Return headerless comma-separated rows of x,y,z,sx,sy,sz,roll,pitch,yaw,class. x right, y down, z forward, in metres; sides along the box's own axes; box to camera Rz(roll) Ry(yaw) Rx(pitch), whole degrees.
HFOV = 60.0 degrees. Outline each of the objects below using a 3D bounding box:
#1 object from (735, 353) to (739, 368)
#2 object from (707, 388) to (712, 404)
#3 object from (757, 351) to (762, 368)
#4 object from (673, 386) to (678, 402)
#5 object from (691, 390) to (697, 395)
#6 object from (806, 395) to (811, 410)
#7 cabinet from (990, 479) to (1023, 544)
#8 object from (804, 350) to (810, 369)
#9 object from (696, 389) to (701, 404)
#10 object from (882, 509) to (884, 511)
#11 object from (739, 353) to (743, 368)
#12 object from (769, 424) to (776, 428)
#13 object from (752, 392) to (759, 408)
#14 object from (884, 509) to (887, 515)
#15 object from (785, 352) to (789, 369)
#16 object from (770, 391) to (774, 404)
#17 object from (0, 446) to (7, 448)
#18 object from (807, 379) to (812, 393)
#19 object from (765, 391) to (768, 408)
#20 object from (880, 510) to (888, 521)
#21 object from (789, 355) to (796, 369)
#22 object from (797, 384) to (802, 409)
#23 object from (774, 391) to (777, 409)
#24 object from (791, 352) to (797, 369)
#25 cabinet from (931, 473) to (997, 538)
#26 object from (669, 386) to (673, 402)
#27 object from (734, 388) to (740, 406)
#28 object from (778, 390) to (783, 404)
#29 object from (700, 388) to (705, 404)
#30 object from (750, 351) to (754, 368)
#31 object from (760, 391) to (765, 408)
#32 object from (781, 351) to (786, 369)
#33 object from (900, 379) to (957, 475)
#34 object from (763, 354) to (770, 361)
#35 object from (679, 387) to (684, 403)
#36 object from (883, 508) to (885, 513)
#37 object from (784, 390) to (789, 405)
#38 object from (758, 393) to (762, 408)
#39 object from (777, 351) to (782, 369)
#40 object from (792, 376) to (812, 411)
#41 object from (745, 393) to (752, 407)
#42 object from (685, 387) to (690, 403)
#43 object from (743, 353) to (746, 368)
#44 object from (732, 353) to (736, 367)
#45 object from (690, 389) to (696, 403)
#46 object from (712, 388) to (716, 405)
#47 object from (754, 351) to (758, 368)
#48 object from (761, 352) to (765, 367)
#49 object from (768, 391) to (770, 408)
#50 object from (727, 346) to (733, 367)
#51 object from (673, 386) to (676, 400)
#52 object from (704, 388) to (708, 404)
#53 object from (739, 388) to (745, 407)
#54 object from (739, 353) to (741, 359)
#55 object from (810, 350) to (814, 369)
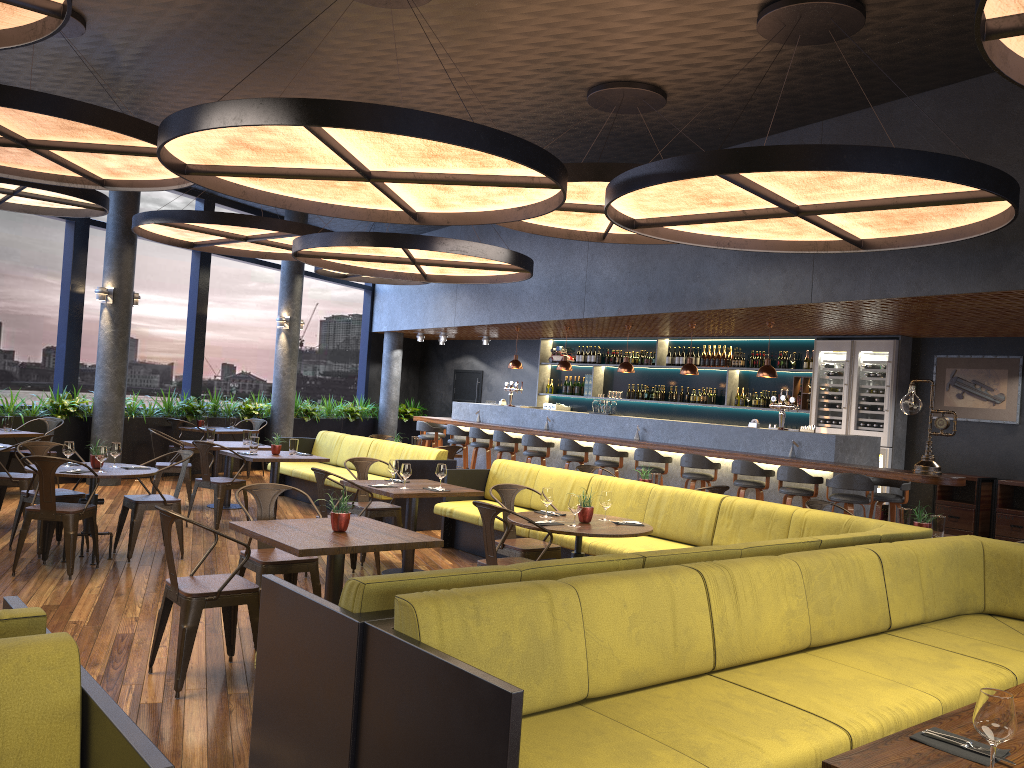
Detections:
3.403,-0.358,13.365,0.056,0.227,0.056,4,-1,27,object
3.060,0.188,13.733,0.063,0.254,0.063,4,-1,-32,object
3.646,-0.359,13.064,0.063,0.254,0.063,4,-1,23,object
2.635,0.164,14.256,0.063,0.254,0.063,4,-1,-2,object
2.908,0.206,14.147,0.097,0.206,0.097,4,-1,-8,object
4.173,0.262,12.445,0.097,0.206,0.097,4,-1,1,object
5.859,1.628,10.146,0.473,1.007,0.553,4,-1,-39,cabinet
4.175,-0.341,12.540,0.079,0.281,0.079,4,-1,-31,object
2.940,0.197,13.935,0.088,0.224,0.088,4,-1,-25,object
4.798,1.724,11.492,0.057,0.205,0.056,4,-1,-34,object
3.442,-0.356,13.317,0.056,0.227,0.056,3,-1,37,object
3.852,0.829,12.843,0.204,0.492,0.310,4,-1,-39,object
3.590,0.233,13.074,0.088,0.224,0.088,4,-1,20,object
4.858,1.728,11.538,0.056,0.205,0.056,4,-1,-39,object
3.965,-0.340,12.803,0.063,0.254,0.063,4,-1,13,object
3.785,0.230,12.898,0.063,0.254,0.063,4,-1,13,object
-4.995,0.596,8.493,0.255,0.019,0.157,4,-1,-8,object
4.189,0.029,12.448,0.097,0.206,0.097,4,-1,1,object
3.725,0.227,13.012,0.063,0.254,0.063,4,-1,-12,object
4.729,1.740,11.648,0.277,0.206,0.416,4,-1,-36,object
4.004,-0.315,12.658,0.097,0.206,0.097,4,-1,19,object
4.085,0.180,12.558,0.091,0.369,0.092,4,-1,20,object
3.844,0.234,12.957,0.063,0.254,0.063,4,-1,-32,object
4.066,-0.333,12.780,0.063,0.254,0.063,4,-1,-32,object
5.419,1.603,10.683,0.473,1.007,0.553,4,-1,-39,cabinet
2.571,0.161,14.334,0.063,0.254,0.063,4,-1,23,object
3.413,0.196,13.418,0.079,0.281,0.079,4,-1,-36,object
3.895,0.222,12.830,0.079,0.281,0.079,4,-1,24,object
2.970,0.183,13.805,0.063,0.254,0.063,3,-1,43,object
3.563,-0.364,13.153,0.063,0.254,0.063,4,-1,-42,object
3.667,0.222,12.956,0.063,0.254,0.063,4,-1,-37,object
3.896,-0.345,12.727,0.063,0.254,0.063,4,-1,-12,object
4.146,0.423,8.853,0.566,0.944,0.263,3,-1,43,object
3.727,-0.331,12.971,0.097,0.206,0.097,4,-1,19,object
2.737,0.172,14.306,0.063,0.254,0.063,4,-1,23,object
4.872,1.730,11.628,0.056,0.205,0.057,4,-1,1,object
3.955,0.225,12.757,0.079,0.281,0.079,3,-1,44,object
3.684,0.240,13.131,0.088,0.224,0.088,5,-1,-45,object
3.883,-0.345,12.839,0.063,0.254,0.063,4,-1,3,object
4.133,0.137,12.502,0.161,0.475,0.300,4,-1,-40,object
3.519,0.238,13.200,0.097,0.206,0.097,4,-1,19,object
2.818,0.177,14.218,0.063,0.254,0.063,4,-1,8,object
3.488,-0.353,13.356,0.056,0.227,0.056,4,-1,-38,object
3.364,-0.361,13.411,0.056,0.227,0.056,4,-1,12,object
2.872,0.193,14.018,0.088,0.224,0.088,4,-1,20,object
3.148,0.195,13.794,0.063,0.254,0.063,4,-1,23,object
3.644,-0.357,13.212,0.063,0.254,0.063,4,-1,13,object
3.718,-0.353,13.124,0.063,0.254,0.063,3,-1,38,object
3.784,0.231,13.071,0.063,0.254,0.063,4,-1,13,object
3.357,-0.412,13.625,0.084,0.330,0.084,4,-1,-33,object
2.657,0.168,14.403,0.063,0.254,0.063,3,-1,38,object
3.044,0.189,13.867,0.063,0.254,0.063,4,-1,-12,object
3.472,0.199,13.346,0.079,0.281,0.079,4,-1,29,object
3.448,-0.355,13.404,0.056,0.227,0.056,4,-1,12,object
4.235,-0.338,12.467,0.079,0.281,0.079,4,-1,19,object
